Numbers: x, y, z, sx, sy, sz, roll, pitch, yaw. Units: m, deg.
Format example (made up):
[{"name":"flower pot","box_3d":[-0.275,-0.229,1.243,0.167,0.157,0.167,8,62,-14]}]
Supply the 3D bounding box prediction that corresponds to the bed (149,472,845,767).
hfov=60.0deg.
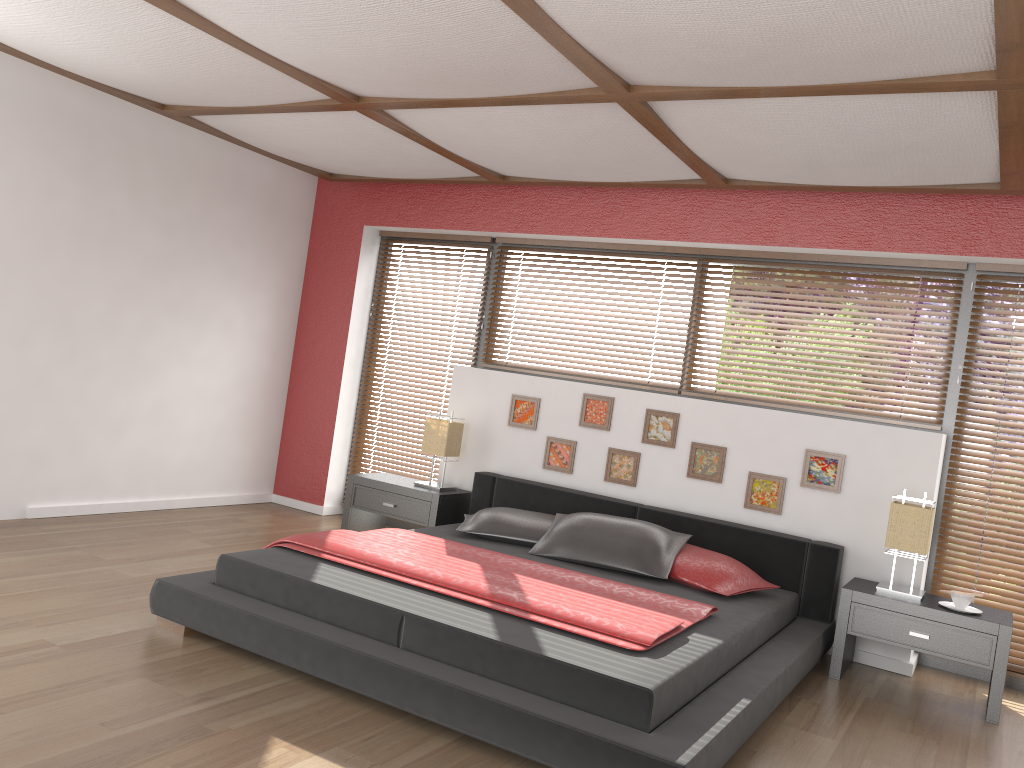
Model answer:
[{"name":"bed","box_3d":[0.015,0.863,4.051,2.469,0.577,2.413,8,0,30]}]

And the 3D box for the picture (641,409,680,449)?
[{"name":"picture","box_3d":[0.848,0.253,5.062,0.200,0.200,0.010,8,0,30]}]

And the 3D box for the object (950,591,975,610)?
[{"name":"object","box_3d":[2.026,0.980,4.000,0.099,0.069,0.099,8,0,-35]}]

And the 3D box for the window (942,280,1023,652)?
[{"name":"window","box_3d":[2.707,0.427,4.412,0.889,1.893,0.020,8,0,30]}]

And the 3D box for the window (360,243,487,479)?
[{"name":"window","box_3d":[-0.651,-0.070,6.335,0.889,1.893,0.020,8,0,30]}]

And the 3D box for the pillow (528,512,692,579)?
[{"name":"pillow","box_3d":[0.486,0.787,4.459,0.744,0.241,0.386,8,0,25]}]

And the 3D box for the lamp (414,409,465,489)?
[{"name":"lamp","box_3d":[-0.442,0.400,5.539,0.200,0.480,0.200,8,0,30]}]

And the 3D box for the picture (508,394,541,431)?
[{"name":"picture","box_3d":[0.075,0.175,5.502,0.200,0.200,0.010,8,0,30]}]

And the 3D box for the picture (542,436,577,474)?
[{"name":"picture","box_3d":[0.288,0.430,5.363,0.200,0.200,0.010,8,0,30]}]

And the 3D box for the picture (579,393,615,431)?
[{"name":"picture","box_3d":[0.501,0.166,5.263,0.200,0.200,0.010,8,0,30]}]

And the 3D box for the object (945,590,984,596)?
[{"name":"object","box_3d":[2.038,0.943,4.002,0.192,0.007,0.007,8,0,-6]}]

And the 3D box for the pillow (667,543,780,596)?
[{"name":"pillow","box_3d":[0.890,0.898,4.384,0.418,0.172,0.745,8,0,-41]}]

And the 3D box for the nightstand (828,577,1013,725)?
[{"name":"nightstand","box_3d":[1.897,1.213,4.118,0.700,0.423,0.413,8,0,30]}]

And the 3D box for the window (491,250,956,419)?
[{"name":"window","box_3d":[1.107,-0.359,5.370,2.817,0.786,0.020,8,0,30]}]

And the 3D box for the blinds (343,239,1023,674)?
[{"name":"blinds","box_3d":[0.988,0.209,5.315,4.840,1.952,0.032,8,0,30]}]

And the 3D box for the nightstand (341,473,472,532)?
[{"name":"nightstand","box_3d":[-0.665,0.833,5.585,0.700,0.423,0.413,8,0,30]}]

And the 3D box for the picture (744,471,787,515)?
[{"name":"picture","box_3d":[1.355,0.585,4.752,0.200,0.200,0.010,8,0,30]}]

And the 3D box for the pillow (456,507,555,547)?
[{"name":"pillow","box_3d":[0.079,0.778,4.786,0.745,0.172,0.418,8,0,5]}]

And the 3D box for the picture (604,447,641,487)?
[{"name":"picture","box_3d":[0.641,0.483,5.160,0.200,0.200,0.010,8,0,30]}]

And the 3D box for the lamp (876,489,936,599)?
[{"name":"lamp","box_3d":[1.880,0.744,4.209,0.200,0.480,0.200,8,0,30]}]

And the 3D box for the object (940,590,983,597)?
[{"name":"object","box_3d":[2.020,0.940,3.987,0.192,0.007,0.007,8,0,-1]}]

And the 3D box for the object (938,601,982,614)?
[{"name":"object","box_3d":[2.021,1.012,4.000,0.179,0.012,0.179,8,0,-35]}]

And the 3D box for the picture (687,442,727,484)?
[{"name":"picture","box_3d":[1.079,0.435,4.918,0.200,0.200,0.010,8,0,30]}]

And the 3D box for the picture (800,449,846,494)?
[{"name":"picture","box_3d":[1.617,0.452,4.615,0.200,0.200,0.010,8,0,30]}]
